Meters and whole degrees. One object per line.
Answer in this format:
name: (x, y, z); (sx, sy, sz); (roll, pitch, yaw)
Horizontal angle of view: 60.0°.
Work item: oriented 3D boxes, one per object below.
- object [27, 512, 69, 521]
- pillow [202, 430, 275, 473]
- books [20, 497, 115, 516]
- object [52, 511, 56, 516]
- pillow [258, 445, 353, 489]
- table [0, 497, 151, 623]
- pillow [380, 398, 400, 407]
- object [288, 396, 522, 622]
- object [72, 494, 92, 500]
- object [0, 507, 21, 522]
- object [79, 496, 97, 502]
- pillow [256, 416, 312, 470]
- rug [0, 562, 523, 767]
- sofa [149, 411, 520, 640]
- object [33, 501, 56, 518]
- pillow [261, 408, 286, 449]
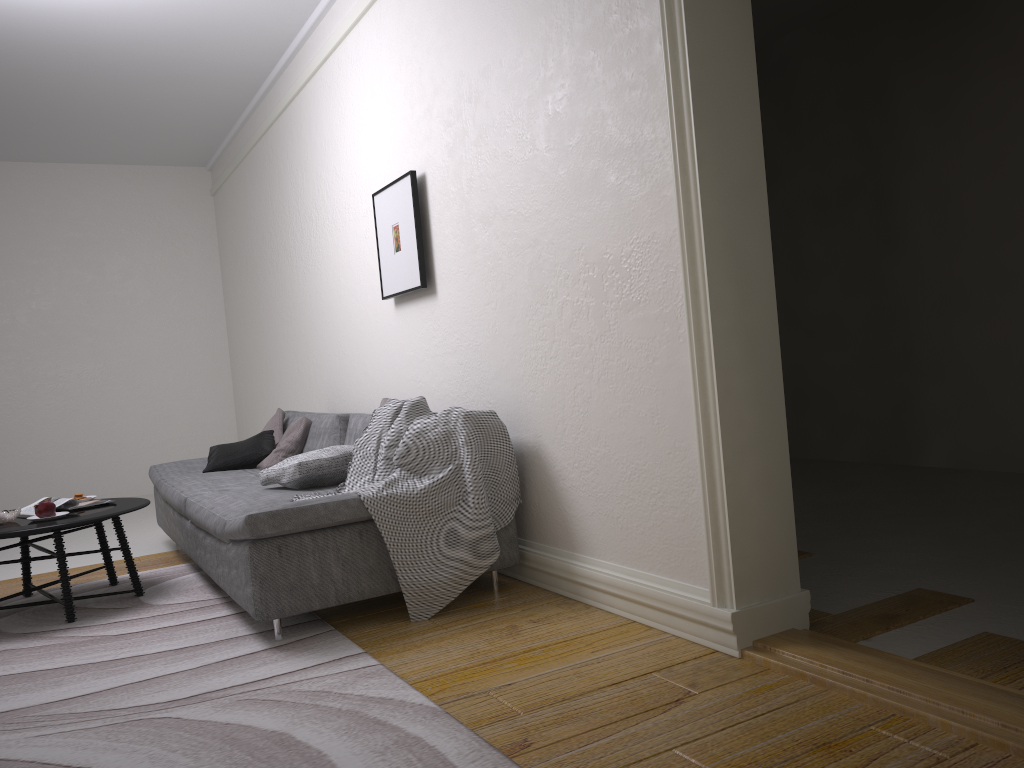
object: (-2.080, 0.597, 3.976); (0.166, 0.015, 0.169); (-5, 1, 16)
pillow: (-1.662, 0.442, 5.425); (0.424, 0.268, 0.399); (-6, 1, -9)
books: (-2.178, 0.573, 4.287); (0.299, 0.048, 0.380); (-4, 2, 40)
object: (-2.095, 0.584, 4.029); (0.036, 0.036, 0.043); (-6, 2, -20)
pillow: (-0.927, 0.396, 4.171); (0.414, 0.194, 0.396); (-7, 2, -42)
table: (-2.150, 0.826, 4.062); (0.961, 0.449, 0.927); (-6, 2, -31)
pillow: (-0.540, 0.259, 3.866); (0.246, 0.390, 0.419); (-6, 2, -28)
object: (-0.480, 0.498, 3.601); (0.870, 0.866, 0.630); (-5, 2, 27)
object: (-2.179, 0.569, 4.450); (0.117, 0.036, 0.122); (-5, 1, 23)
object: (-2.345, 0.598, 3.972); (0.256, 0.062, 0.250); (-6, 1, -21)
object: (-2.177, 0.582, 4.448); (0.164, 0.015, 0.171); (-4, 2, 43)
pillow: (-1.393, 0.362, 5.368); (0.343, 0.318, 0.415); (-6, 2, -29)
rug: (-1.555, 1.009, 2.891); (1.984, 0.008, 3.644); (-6, 2, -29)
sofa: (-1.149, 0.567, 4.662); (1.121, 0.772, 3.005); (-6, 2, -28)
object: (-2.082, 0.562, 3.963); (0.110, 0.082, 0.089); (-5, 1, 6)
pillow: (-1.607, 0.391, 5.739); (0.354, 0.448, 0.476); (-6, 1, -8)
